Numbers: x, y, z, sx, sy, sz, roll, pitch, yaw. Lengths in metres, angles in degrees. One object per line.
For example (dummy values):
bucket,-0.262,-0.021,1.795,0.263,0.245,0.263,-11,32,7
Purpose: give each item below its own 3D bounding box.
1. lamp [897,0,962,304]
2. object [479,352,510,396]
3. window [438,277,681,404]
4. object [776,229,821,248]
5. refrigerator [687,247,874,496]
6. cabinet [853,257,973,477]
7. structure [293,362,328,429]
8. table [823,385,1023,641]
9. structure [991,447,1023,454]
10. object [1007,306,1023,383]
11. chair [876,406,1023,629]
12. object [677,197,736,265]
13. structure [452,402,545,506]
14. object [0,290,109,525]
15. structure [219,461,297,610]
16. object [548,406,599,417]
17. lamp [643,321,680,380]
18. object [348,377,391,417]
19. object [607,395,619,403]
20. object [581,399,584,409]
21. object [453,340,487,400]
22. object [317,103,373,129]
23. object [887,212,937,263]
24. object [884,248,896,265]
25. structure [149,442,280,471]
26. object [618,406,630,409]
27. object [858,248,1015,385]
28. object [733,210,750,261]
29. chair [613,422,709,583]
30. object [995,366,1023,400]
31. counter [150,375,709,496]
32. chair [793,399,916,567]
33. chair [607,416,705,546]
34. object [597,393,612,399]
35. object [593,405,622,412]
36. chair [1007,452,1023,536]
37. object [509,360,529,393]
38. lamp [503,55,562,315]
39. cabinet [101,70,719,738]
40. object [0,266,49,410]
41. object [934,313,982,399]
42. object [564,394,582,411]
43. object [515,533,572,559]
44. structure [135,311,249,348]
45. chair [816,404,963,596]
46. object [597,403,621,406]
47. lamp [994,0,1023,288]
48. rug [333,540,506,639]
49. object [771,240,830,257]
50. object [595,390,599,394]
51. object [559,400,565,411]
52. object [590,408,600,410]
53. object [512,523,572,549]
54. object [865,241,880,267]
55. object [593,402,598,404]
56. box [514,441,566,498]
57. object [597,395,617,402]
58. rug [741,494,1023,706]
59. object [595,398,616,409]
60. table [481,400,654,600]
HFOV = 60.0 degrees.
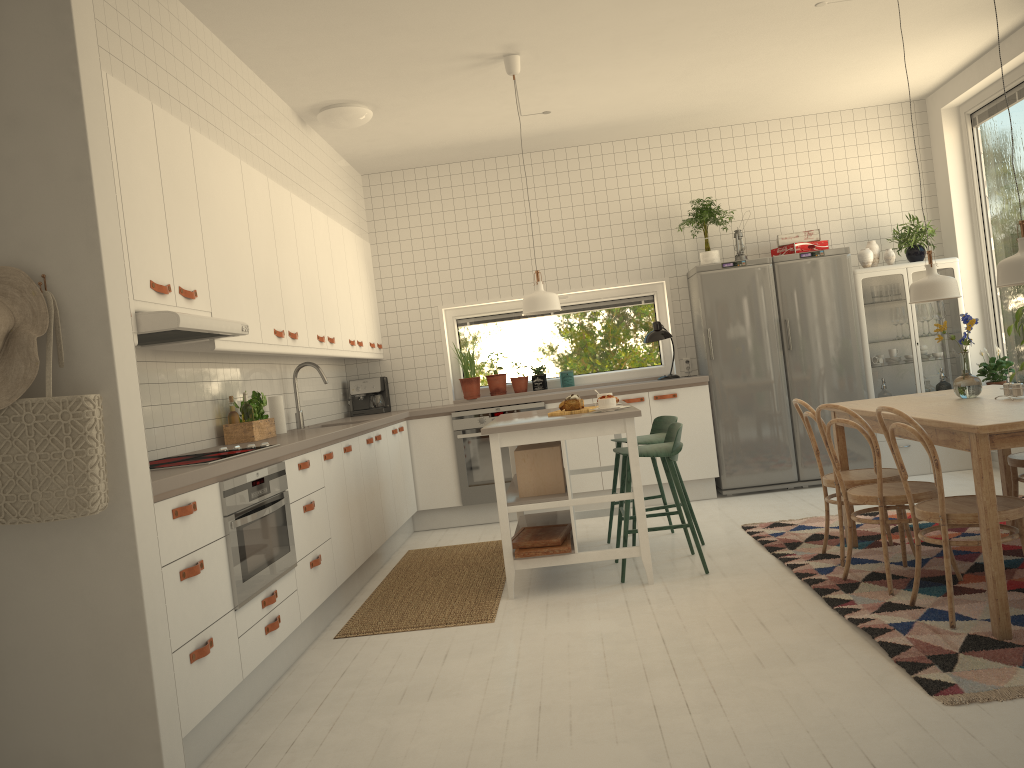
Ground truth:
lamp,1.919,-1.189,4.221,0.230,1.596,0.229,-7,0,-41
object,-0.135,-0.087,7.359,0.258,0.370,0.234,-7,0,15
window,0.387,-0.349,7.383,1.898,0.816,0.293,-7,0,3
object,2.212,-1.116,6.859,0.312,0.082,0.308,-7,1,16
refrigerator,2.070,-0.078,6.881,1.146,1.778,0.559,-7,0,3
cabinet,3.053,-0.119,6.832,0.789,1.592,0.453,-7,0,3
structure,-1.286,0.067,5.672,0.236,0.421,0.063,-7,0,11
table,2.086,0.443,3.808,0.894,0.749,1.798,-7,1,3
structure,3.500,0.353,6.050,0.113,0.276,1.016,-7,1,3
object,3.368,-0.300,5.549,0.485,0.841,0.615,-7,0,-17
chair,1.682,0.457,3.354,0.483,0.810,0.385,-7,0,1
object,1.505,-1.179,6.810,0.474,0.545,0.468,-7,0,17
structure,-0.048,0.524,7.015,0.705,0.710,0.704,-7,0,3
object,-1.303,0.065,2.342,0.439,0.612,0.093,-7,0,3
structure,-1.277,0.593,3.438,0.704,0.447,0.682,-7,0,3
object,0.341,0.149,4.867,0.237,0.019,0.306,-7,1,20
lamp,1.172,-0.266,7.030,0.239,0.465,0.262,-7,0,32
object,-1.173,0.103,7.156,0.316,0.292,0.279,-7,0,4
object,0.594,0.092,5.267,0.060,0.059,0.074,-7,0,-27
object,0.355,0.109,4.879,0.083,0.057,0.072,-7,0,10
object,-0.350,-0.124,7.357,0.300,0.499,0.333,-7,0,-14
object,-1.056,-1.681,5.615,0.351,0.101,0.351,-7,1,-44
object,3.073,-1.115,6.808,0.371,0.385,0.373,-7,0,22
object,2.855,-0.959,6.704,0.082,0.126,0.082,-7,0,-25
structure,-1.262,0.305,3.427,0.504,0.057,0.763,-7,1,3
object,0.557,0.130,4.784,0.167,0.005,0.167,-7,1,-1
object,3.103,-0.462,6.489,0.943,1.208,0.261,-7,0,19
object,1.761,-1.128,6.801,0.163,0.383,0.154,-7,0,26
chair,0.737,0.602,4.693,0.446,0.752,0.485,-7,0,3
object,2.118,-0.006,3.750,0.095,0.138,0.155,-7,0,4
counter,-0.049,0.219,4.849,2.856,0.163,4.845,-7,1,3
chair,1.681,0.447,4.368,0.483,0.810,0.385,-7,0,6
chair,0.808,0.587,5.307,0.446,0.752,0.485,-7,0,-12
object,0.569,0.089,5.426,0.094,0.060,0.098,-7,0,0
object,0.500,0.132,4.623,0.160,0.020,0.160,-7,1,-31
chair,2.653,0.331,4.299,0.484,0.810,0.385,-7,0,-24
object,0.070,-0.062,7.325,0.194,0.277,0.176,-7,0,-30
lamp,0.082,-1.144,5.017,0.229,1.490,0.229,-7,0,4
cabinet,-0.098,-0.175,4.848,2.853,2.159,4.845,-7,1,3
object,-1.375,-0.115,2.307,0.335,0.385,0.136,-7,0,3
object,2.066,-0.130,4.047,0.145,0.388,0.206,-7,0,-35
object,0.327,0.099,4.800,0.086,0.087,0.090,-7,0,11
object,0.165,0.828,4.587,0.280,0.030,0.430,-7,1,3
structure,-1.369,-0.211,3.439,0.482,0.073,0.681,-7,1,3
chair,1.619,0.460,3.861,0.484,0.810,0.385,-7,0,-14
object,0.566,0.125,5.245,0.167,0.005,0.167,-7,1,-1
lamp,1.870,-1.175,3.363,0.229,1.596,0.230,-7,0,38
rug,-0.395,1.114,5.062,0.750,0.004,2.000,-7,1,3
object,2.224,-1.034,6.856,0.309,0.082,0.312,-7,1,-17
object,0.550,0.074,5.440,0.102,0.086,0.028,-6,0,44
object,0.297,0.111,4.885,0.079,0.067,0.074,-7,0,6
object,0.441,0.131,4.639,0.027,0.011,0.132,-6,1,43
object,0.149,0.799,4.664,0.280,0.030,0.430,-7,1,12
object,2.756,-0.988,6.773,0.102,0.206,0.102,-7,0,-13
object,0.572,0.115,5.423,0.160,0.020,0.160,-7,1,0
box,0.153,0.448,4.720,0.237,0.242,0.357,-7,0,4
object,0.549,0.097,5.237,0.131,0.060,0.070,-6,1,42
rug,2.203,0.800,4.028,1.748,0.035,3.025,-7,1,3
object,0.495,0.104,4.621,0.098,0.064,0.094,-7,1,-38
table,0.331,0.593,5.073,0.794,0.864,1.424,-7,0,3
